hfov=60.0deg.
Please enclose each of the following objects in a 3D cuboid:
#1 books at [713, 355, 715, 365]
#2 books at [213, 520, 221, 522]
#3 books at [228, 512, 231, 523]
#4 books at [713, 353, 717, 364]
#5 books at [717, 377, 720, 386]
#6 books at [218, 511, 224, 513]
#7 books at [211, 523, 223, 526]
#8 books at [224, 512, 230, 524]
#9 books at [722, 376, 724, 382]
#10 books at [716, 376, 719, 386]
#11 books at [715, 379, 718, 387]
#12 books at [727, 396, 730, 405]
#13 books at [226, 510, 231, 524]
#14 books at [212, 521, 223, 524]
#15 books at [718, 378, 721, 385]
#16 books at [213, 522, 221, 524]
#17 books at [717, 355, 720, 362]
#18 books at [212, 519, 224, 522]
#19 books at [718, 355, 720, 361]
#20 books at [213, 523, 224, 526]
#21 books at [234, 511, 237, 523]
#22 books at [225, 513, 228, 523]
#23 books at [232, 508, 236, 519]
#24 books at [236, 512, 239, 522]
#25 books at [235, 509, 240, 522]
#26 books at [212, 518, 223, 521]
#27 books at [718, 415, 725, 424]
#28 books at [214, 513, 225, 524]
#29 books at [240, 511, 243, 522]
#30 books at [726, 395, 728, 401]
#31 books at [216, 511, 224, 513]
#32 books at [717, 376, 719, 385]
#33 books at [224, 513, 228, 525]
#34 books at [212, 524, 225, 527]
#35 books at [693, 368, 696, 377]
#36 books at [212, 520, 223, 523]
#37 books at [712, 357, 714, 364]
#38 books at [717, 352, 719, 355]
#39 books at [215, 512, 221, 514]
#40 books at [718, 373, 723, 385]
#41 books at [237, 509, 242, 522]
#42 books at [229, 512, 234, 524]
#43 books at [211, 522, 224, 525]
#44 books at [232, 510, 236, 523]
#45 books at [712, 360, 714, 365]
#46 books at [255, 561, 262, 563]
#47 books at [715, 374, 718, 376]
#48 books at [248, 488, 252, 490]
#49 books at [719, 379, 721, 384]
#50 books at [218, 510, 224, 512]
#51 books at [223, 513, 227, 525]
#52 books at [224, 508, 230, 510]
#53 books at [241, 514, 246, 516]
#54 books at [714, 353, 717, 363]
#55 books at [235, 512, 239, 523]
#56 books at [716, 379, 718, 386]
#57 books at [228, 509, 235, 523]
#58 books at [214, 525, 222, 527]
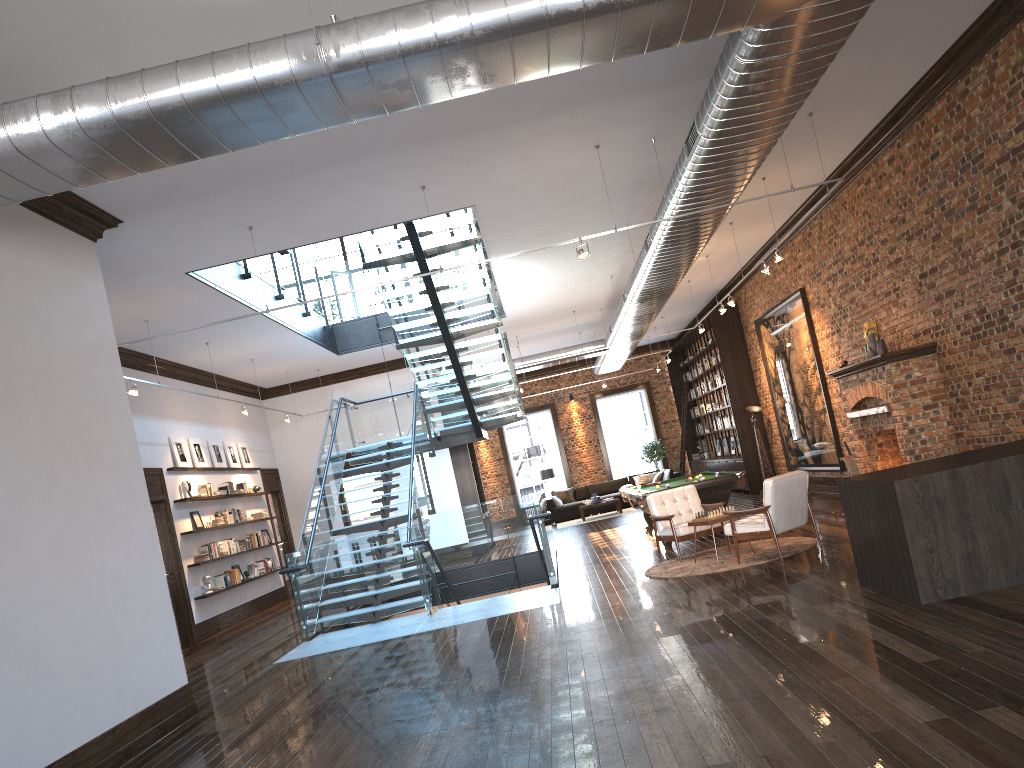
[{"bbox_3d":[4.911,-0.575,21.207,0.185,0.258,0.032,-13,-1,2],"label":"books"},{"bbox_3d":[-4.929,2.289,14.802,0.142,0.011,0.258,-12,-6,-2],"label":"books"},{"bbox_3d":[-4.911,2.306,15.213,0.137,0.227,0.022,-12,-1,2],"label":"books"},{"bbox_3d":[4.898,-0.609,21.056,0.183,0.299,0.018,-13,-1,2],"label":"books"},{"bbox_3d":[5.039,-0.065,21.306,0.160,0.241,0.031,-13,-1,2],"label":"books"},{"bbox_3d":[-4.934,2.287,15.028,0.132,0.235,0.009,-12,-1,2],"label":"books"},{"bbox_3d":[-4.915,2.341,14.801,0.141,0.011,0.289,-13,-6,6],"label":"books"},{"bbox_3d":[-4.900,2.295,15.082,0.167,0.215,0.013,-13,-1,2],"label":"books"},{"bbox_3d":[5.028,-0.091,20.894,0.182,0.218,0.051,-13,-1,2],"label":"books"},{"bbox_3d":[5.048,-0.078,21.406,0.173,0.283,0.013,-13,-1,2],"label":"books"},{"bbox_3d":[5.041,-0.023,21.557,0.224,0.208,0.065,-13,-2,2],"label":"books"},{"bbox_3d":[5.114,0.374,20.656,0.184,0.221,0.033,-13,-1,2],"label":"books"},{"bbox_3d":[-4.915,2.288,15.146,0.168,0.251,0.022,-13,-1,2],"label":"books"},{"bbox_3d":[-4.924,2.310,14.802,0.142,0.011,0.258,-12,-6,-2],"label":"books"},{"bbox_3d":[5.027,-0.062,21.160,0.181,0.208,0.024,-13,-1,2],"label":"books"},{"bbox_3d":[-4.923,2.321,14.802,0.142,0.011,0.257,-12,-6,-1],"label":"books"},{"bbox_3d":[4.912,-0.586,20.853,0.188,0.208,0.052,-13,-1,2],"label":"books"},{"bbox_3d":[-4.935,2.279,14.803,0.141,0.011,0.287,-13,-6,3],"label":"books"},{"bbox_3d":[4.890,-0.601,20.555,0.190,0.182,0.025,-13,-1,2],"label":"books"},{"bbox_3d":[-4.913,2.352,14.801,0.142,0.011,0.258,-12,-6,-3],"label":"books"},{"bbox_3d":[-4.900,2.338,15.498,0.152,0.220,0.014,-13,-1,2],"label":"books"},{"bbox_3d":[-4.901,2.303,15.034,0.160,0.191,0.006,-13,-1,2],"label":"books"},{"bbox_3d":[-4.907,2.313,15.461,0.158,0.264,0.011,-12,-1,2],"label":"books"},{"bbox_3d":[-4.892,2.364,15.616,0.130,0.191,0.024,-13,-1,2],"label":"books"},{"bbox_3d":[-4.901,2.335,15.645,0.143,0.257,0.049,-12,-1,2],"label":"books"},{"bbox_3d":[-4.931,2.268,14.803,0.141,0.011,0.289,-12,-6,-3],"label":"books"},{"bbox_3d":[5.301,0.961,22.282,0.183,0.335,0.015,-12,-1,2],"label":"books"},{"bbox_3d":[-4.933,2.291,14.961,0.142,0.213,0.005,-13,-1,2],"label":"books"},{"bbox_3d":[-4.875,2.359,15.735,0.156,0.217,0.013,-13,-1,2],"label":"books"},{"bbox_3d":[5.119,0.367,20.753,0.169,0.252,0.014,-13,-1,2],"label":"books"},{"bbox_3d":[-4.925,2.282,15.041,0.139,0.243,0.005,-12,-1,2],"label":"books"},{"bbox_3d":[5.042,-0.072,21.378,0.166,0.268,0.011,-13,-1,2],"label":"books"},{"bbox_3d":[-4.906,2.291,14.999,0.157,0.208,0.005,-13,-1,2],"label":"books"},{"bbox_3d":[-4.910,2.362,14.800,0.141,0.011,0.289,-13,-6,6],"label":"books"},{"bbox_3d":[5.046,-0.312,24.139,0.163,0.296,0.029,-12,-1,2],"label":"books"},{"bbox_3d":[-4.928,2.300,14.802,0.142,0.011,0.257,-12,-6,-1],"label":"books"},{"bbox_3d":[4.930,-0.547,21.368,0.174,0.229,0.014,-13,-1,2],"label":"books"},{"bbox_3d":[4.902,-0.615,20.908,0.180,0.278,0.009,-13,-1,2],"label":"books"},{"bbox_3d":[-4.940,2.287,14.970,0.114,0.225,0.012,-12,-1,2],"label":"books"},{"bbox_3d":[5.013,-0.114,21.002,0.183,0.285,0.034,-13,-1,2],"label":"books"},{"bbox_3d":[-4.885,2.345,15.679,0.169,0.237,0.021,-13,-1,2],"label":"books"},{"bbox_3d":[-4.888,2.315,15.255,0.184,0.209,0.064,-13,-2,2],"label":"books"},{"bbox_3d":[-4.921,2.332,14.802,0.142,0.011,0.257,-13,-6,4],"label":"books"},{"bbox_3d":[-4.897,2.321,15.414,0.163,0.234,0.025,-13,-1,2],"label":"books"},{"bbox_3d":[4.935,-0.550,21.417,0.173,0.243,0.011,-13,-1,2],"label":"books"},{"bbox_3d":[-4.665,3.405,16.406,0.115,0.239,0.011,-12,-1,2],"label":"books"},{"bbox_3d":[5.058,-0.076,21.647,0.143,0.323,0.116,-12,-2,2],"label":"books"},{"bbox_3d":[-4.958,1.974,16.558,0.143,0.027,0.219,-13,-6,7],"label":"books"},{"bbox_3d":[5.029,-0.087,21.068,0.186,0.237,0.035,-13,-1,2],"label":"books"},{"bbox_3d":[-4.935,2.281,15.061,0.137,0.253,0.033,-12,-1,2],"label":"books"},{"bbox_3d":[-4.914,2.289,14.982,0.153,0.212,0.005,-13,-1,2],"label":"books"},{"bbox_3d":[-4.925,2.304,15.396,0.118,0.276,0.014,-12,-1,2],"label":"books"},{"bbox_3d":[-4.889,2.364,15.892,0.141,0.011,0.288,-13,-6,4],"label":"books"},{"bbox_3d":[4.908,-0.623,20.984,0.183,0.306,0.009,-12,-1,2],"label":"books"},{"bbox_3d":[-4.892,2.347,15.549,0.136,0.208,0.066,-13,-2,2],"label":"books"},{"bbox_3d":[5.041,-0.035,21.428,0.181,0.207,0.030,-13,-1,2],"label":"books"},{"bbox_3d":[-4.908,2.305,15.375,0.158,0.262,0.026,-12,-1,2],"label":"books"},{"bbox_3d":[-4.914,2.373,14.801,0.141,0.011,0.287,-13,-6,3],"label":"books"}]
